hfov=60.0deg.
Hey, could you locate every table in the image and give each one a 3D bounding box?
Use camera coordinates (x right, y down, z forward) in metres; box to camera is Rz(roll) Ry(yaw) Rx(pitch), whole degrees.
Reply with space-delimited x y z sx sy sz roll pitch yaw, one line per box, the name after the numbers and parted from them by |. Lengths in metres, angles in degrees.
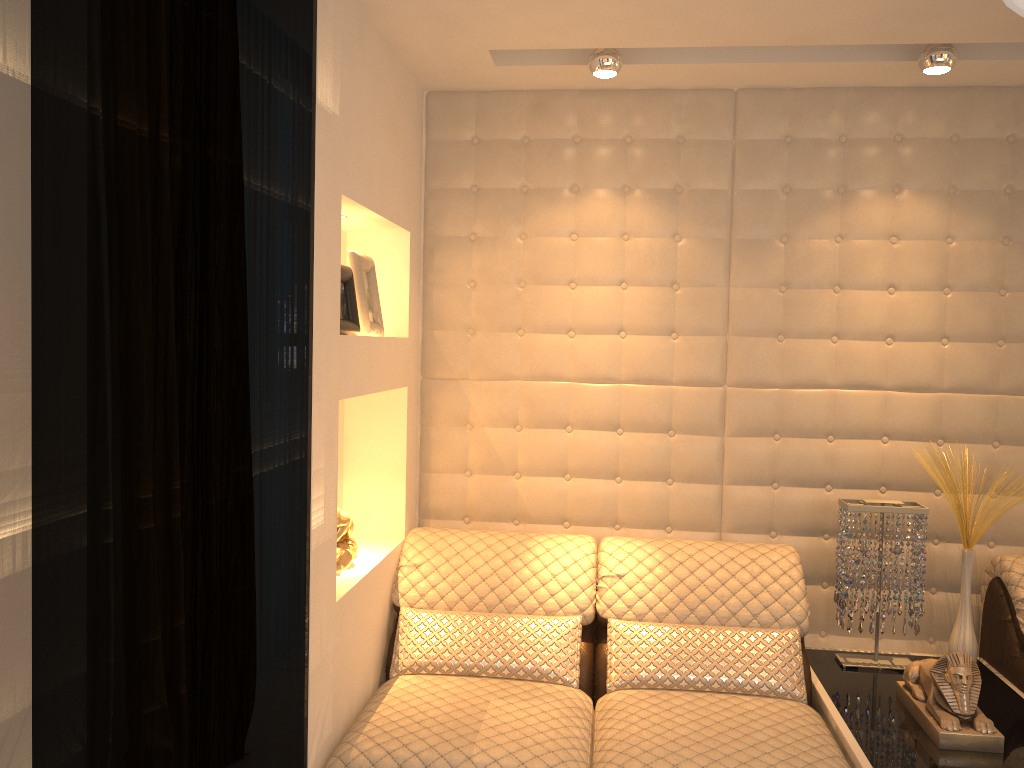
1.176 1.137 2.460 0.608 0.457 1.143 2 3 6 | table

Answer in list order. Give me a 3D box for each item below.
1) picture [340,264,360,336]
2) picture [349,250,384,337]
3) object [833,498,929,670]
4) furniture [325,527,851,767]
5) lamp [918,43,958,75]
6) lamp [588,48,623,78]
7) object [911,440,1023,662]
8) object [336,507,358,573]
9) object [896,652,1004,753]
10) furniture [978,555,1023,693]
-0.493 -0.231 2.452 0.090 0.209 0.264 2 3 6 | picture
-0.458 -0.269 2.731 0.094 0.262 0.211 2 3 6 | picture
1.162 0.630 2.806 0.247 0.522 0.124 2 3 6 | object
0.234 0.931 2.563 1.312 0.810 1.107 2 3 6 | furniture
1.248 -0.975 2.599 0.107 0.127 0.107 1 3 -12 | lamp
0.286 -1.002 2.708 0.107 0.127 0.107 1 3 -12 | lamp
1.443 0.549 2.719 0.390 0.718 0.388 1 3 -2 | object
-0.535 0.451 2.676 0.124 0.202 0.409 2 3 10 | object
1.171 0.804 2.385 0.155 0.217 0.344 2 3 6 | object
2.129 0.984 2.349 1.312 0.810 1.107 2 3 6 | furniture
